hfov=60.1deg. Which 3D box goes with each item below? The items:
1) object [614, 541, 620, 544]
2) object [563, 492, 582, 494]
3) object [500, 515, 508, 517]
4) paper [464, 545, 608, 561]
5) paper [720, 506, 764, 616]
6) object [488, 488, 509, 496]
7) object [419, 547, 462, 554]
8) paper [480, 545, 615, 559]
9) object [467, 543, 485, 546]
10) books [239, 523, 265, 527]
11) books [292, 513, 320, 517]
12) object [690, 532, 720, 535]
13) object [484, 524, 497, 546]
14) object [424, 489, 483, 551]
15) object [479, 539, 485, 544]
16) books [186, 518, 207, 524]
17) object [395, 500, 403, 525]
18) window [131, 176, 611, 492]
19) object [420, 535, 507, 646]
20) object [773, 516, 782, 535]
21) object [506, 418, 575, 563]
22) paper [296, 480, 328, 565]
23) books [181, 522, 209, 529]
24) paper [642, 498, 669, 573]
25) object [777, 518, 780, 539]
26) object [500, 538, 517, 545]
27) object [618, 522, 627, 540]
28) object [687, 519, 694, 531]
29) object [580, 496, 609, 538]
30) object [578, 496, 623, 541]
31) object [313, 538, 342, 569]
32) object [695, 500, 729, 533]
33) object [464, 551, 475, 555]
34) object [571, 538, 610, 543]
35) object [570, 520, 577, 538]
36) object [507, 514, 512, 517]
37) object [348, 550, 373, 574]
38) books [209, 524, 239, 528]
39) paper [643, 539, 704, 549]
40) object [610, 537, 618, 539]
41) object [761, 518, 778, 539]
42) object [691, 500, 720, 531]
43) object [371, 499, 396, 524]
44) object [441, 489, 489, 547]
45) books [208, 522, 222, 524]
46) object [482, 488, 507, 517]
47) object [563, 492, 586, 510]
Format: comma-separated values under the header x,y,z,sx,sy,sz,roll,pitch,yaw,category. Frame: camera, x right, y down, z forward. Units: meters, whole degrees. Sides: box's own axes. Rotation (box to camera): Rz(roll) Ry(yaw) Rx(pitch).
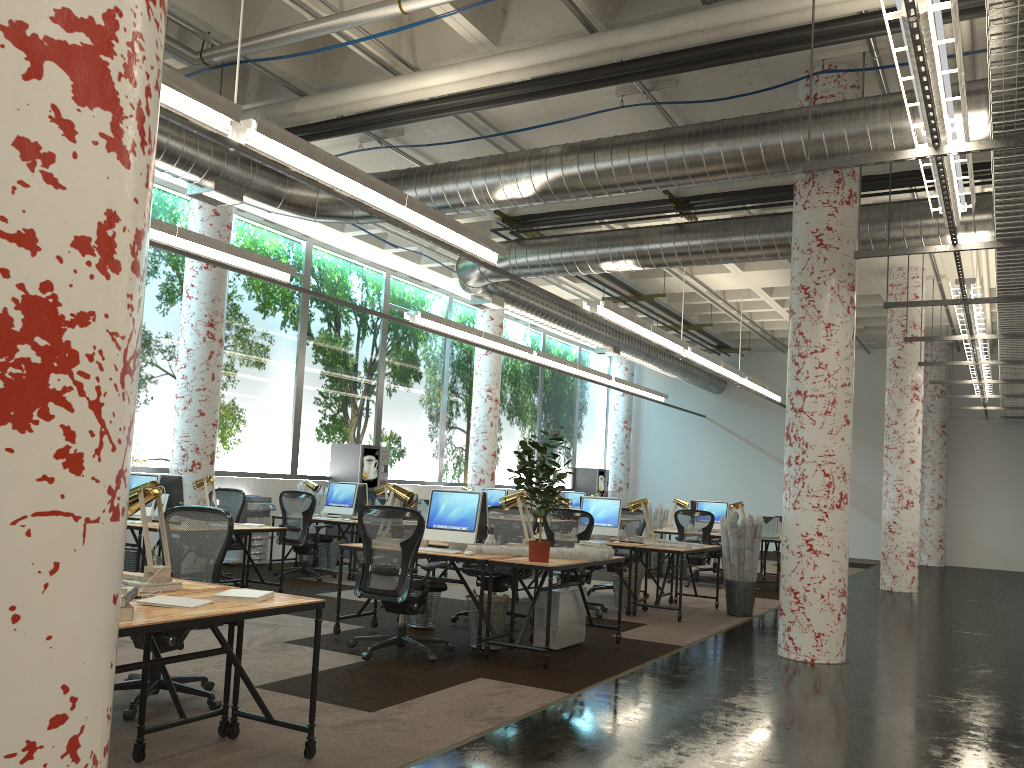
x,y,z,sx,sy,sz,roll,pitch,yaw,category
1.135,1.706,9.542,0.059,0.029,0.107,0,-7,30,object
1.287,2.512,18.593,0.483,0.484,0.190,0,-5,29,object
-0.169,2.366,15.929,0.439,0.017,0.119,-1,-7,29,object
0.180,1.308,6.895,1.134,0.082,0.083,3,-5,4,paper
2.521,1.952,9.804,0.440,1.194,0.414,3,-4,7,paper
-0.287,2.107,15.762,0.483,0.484,0.190,0,-5,29,object
-0.606,1.305,6.946,0.439,0.017,0.119,-1,-7,29,object
0.261,1.329,7.040,1.134,0.082,0.083,4,-5,-6,paper
-0.319,1.428,7.897,0.439,0.017,0.119,-1,-7,29,object
-2.697,1.465,9.174,0.200,0.024,0.236,3,-6,3,books
-2.771,1.761,11.906,0.308,0.038,0.226,-1,-7,29,books
2.865,2.211,13.128,0.439,0.017,0.119,-1,-7,29,object
-0.178,1.295,7.504,0.101,0.208,0.102,4,-4,-16,object
-0.464,1.101,7.141,0.483,0.484,0.190,0,-5,29,object
-0.633,2.850,15.842,0.358,0.433,0.355,1,-5,26,object
-3.034,1.314,8.536,0.193,0.044,0.258,5,-7,-13,books
-1.531,1.616,11.196,0.280,0.301,0.151,0,-5,29,object
-3.746,-0.534,12.774,0.050,3.748,26.319,1,-7,29,window
-0.418,1.609,7.176,0.848,0.930,0.105,1,-4,24,object
4.140,2.188,13.571,0.280,0.301,0.151,0,-5,29,object
0.199,0.772,6.541,0.513,1.074,0.440,2,-4,20,object
-2.934,2.003,12.828,0.440,1.194,0.414,3,-4,7,paper
-3.048,1.357,8.509,0.201,0.050,0.272,7,-8,-33,books
2.319,2.467,14.450,0.440,1.194,0.414,3,-4,7,paper
3.722,2.080,12.819,0.280,0.301,0.151,0,-5,29,object
-0.992,2.603,13.811,0.366,0.435,3.423,-1,-7,39,object
1.280,1.708,10.266,0.101,0.208,0.102,4,-4,-16,object
2.735,2.155,13.532,0.101,0.208,0.102,4,-4,-16,object
1.022,1.581,10.491,0.483,0.484,0.190,0,-5,29,object
0.994,1.513,9.903,0.483,0.484,0.190,0,-5,29,object
-2.566,2.354,12.369,0.353,0.433,0.369,5,-5,-25,object
3.008,2.007,13.323,0.483,0.484,0.190,0,-5,29,object
-0.323,1.294,6.781,0.059,0.029,0.107,0,-7,30,object
0.852,1.717,9.708,0.439,0.017,0.119,-1,-7,29,object
0.721,1.660,10.112,0.101,0.208,0.102,4,-4,-16,object
-0.028,2.234,15.537,0.101,0.208,0.102,4,-4,-16,object
-1.979,2.291,11.532,0.358,0.433,0.355,1,-5,26,object
-2.901,1.425,8.893,0.243,0.019,0.206,2,-6,7,books
1.763,1.742,9.625,0.567,0.061,0.629,0,-7,27,paper
1.139,1.840,10.658,0.439,0.017,0.119,-1,-7,29,object
3.650,2.062,12.690,0.280,0.301,0.151,0,-5,29,object
3.035,2.075,13.911,0.483,0.484,0.190,0,-5,29,object
-1.603,1.598,11.068,0.280,0.301,0.151,0,-5,29,object
-0.436,1.169,7.729,0.483,0.484,0.190,0,-5,29,object
-3.229,1.446,9.334,0.308,0.038,0.226,-1,-7,29,books
-0.314,2.039,15.174,0.483,0.484,0.190,0,-5,29,object
1.259,2.444,18.005,0.483,0.484,0.190,0,-5,29,object
